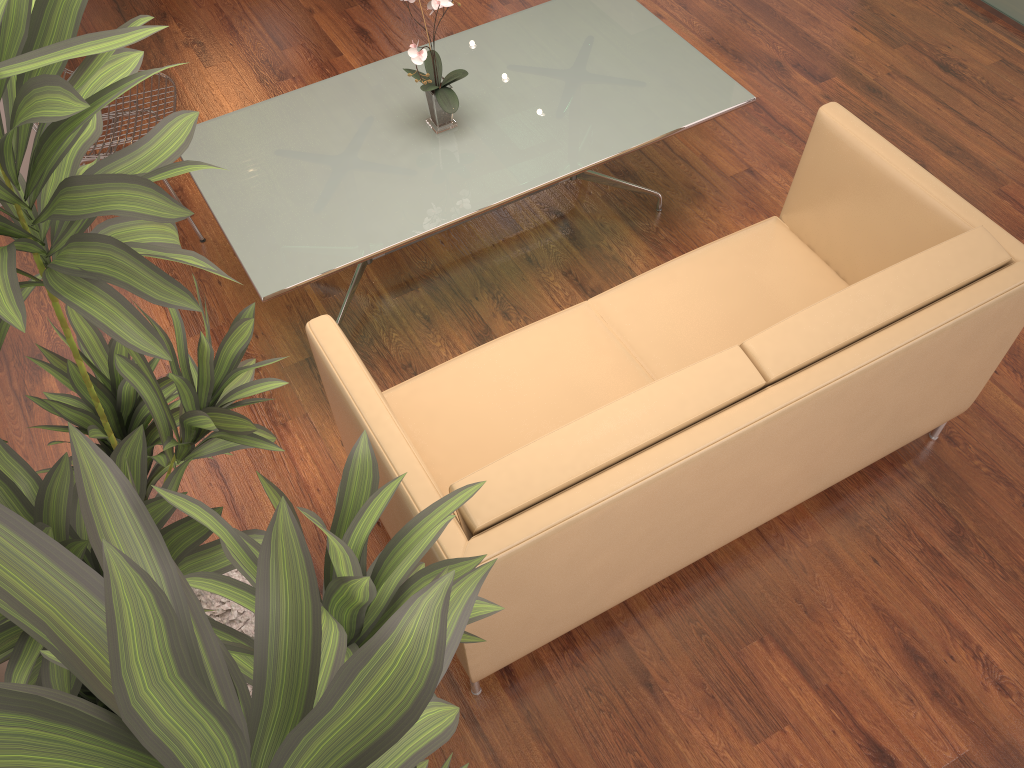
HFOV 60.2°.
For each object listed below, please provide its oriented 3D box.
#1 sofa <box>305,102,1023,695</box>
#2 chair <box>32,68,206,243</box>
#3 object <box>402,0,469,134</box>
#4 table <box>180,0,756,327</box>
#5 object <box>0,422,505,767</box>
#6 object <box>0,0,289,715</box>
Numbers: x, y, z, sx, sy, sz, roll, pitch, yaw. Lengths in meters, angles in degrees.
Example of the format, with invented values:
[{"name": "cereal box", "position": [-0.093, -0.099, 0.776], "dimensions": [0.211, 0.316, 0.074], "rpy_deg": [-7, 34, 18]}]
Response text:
[{"name": "sofa", "position": [0.450, 0.002, 2.610], "dimensions": [1.781, 0.876, 0.850], "rpy_deg": [-25, 57, -15]}, {"name": "chair", "position": [-1.567, -1.010, 3.374], "dimensions": [0.560, 0.942, 0.520], "rpy_deg": [-9, 54, -4]}, {"name": "object", "position": [-0.275, -1.122, 2.871], "dimensions": [0.293, 0.616, 0.360], "rpy_deg": [-30, 58, -19]}, {"name": "table", "position": [-0.170, -0.775, 3.359], "dimensions": [1.849, 0.586, 0.909], "rpy_deg": [-25, 57, -14]}, {"name": "object", "position": [-0.493, 0.698, 1.364], "dimensions": [1.078, 2.201, 0.926], "rpy_deg": [-10, 54, -5]}, {"name": "object", "position": [-0.840, 0.251, 1.694], "dimensions": [0.962, 2.201, 1.037], "rpy_deg": [-14, 54, -8]}]
